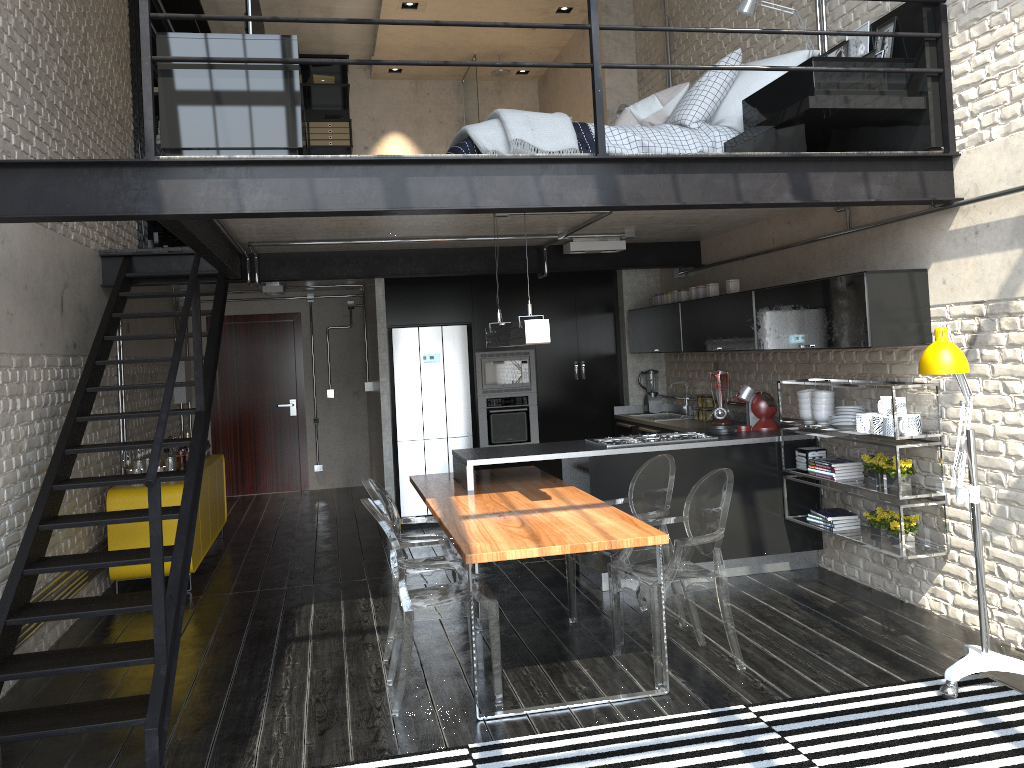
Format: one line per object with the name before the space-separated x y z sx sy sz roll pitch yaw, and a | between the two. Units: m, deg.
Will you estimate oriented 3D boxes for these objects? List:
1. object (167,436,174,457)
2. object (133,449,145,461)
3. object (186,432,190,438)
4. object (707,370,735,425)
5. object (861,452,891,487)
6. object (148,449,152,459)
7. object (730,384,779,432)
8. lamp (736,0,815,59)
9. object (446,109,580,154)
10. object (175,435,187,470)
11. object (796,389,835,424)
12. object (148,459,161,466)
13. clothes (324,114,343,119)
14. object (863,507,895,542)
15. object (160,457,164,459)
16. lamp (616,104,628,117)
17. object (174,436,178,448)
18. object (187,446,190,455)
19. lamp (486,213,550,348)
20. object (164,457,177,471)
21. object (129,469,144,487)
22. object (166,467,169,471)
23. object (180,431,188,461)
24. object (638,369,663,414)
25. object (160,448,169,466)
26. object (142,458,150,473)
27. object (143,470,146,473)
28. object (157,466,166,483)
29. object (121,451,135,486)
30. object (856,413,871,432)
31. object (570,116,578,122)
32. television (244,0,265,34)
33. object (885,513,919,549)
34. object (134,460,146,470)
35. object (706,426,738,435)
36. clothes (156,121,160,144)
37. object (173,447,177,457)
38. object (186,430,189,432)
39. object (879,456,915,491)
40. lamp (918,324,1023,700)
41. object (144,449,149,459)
object | -2.721 0.562 7.064 0.114 0.292 0.114 -3 -1 16
object | -2.894 0.601 6.868 0.092 0.245 0.092 -4 -1 39
object | -2.639 0.546 7.216 0.081 0.307 0.081 -3 -1 -17
object | 1.668 0.107 7.097 0.210 0.427 0.202 -3 -1 3
object | 2.134 0.493 5.161 0.175 0.192 0.182 -3 0 10
object | -2.932 0.593 7.122 0.092 0.245 0.092 -4 -1 39
object | 1.780 0.168 6.468 0.350 0.341 0.220 -3 0 -28
lamp | 1.640 -2.110 5.482 0.480 0.689 0.171 -3 -1 44
object | -0.121 -1.472 6.199 0.682 0.659 2.516 -3 2 -11
object | -2.579 0.554 6.891 0.081 0.309 0.081 -3 -1 -20
object | 1.988 0.145 5.784 0.150 0.217 0.309 -3 1 -14
object | -2.670 0.643 6.616 0.087 0.155 0.087 -3 -1 1
clothes | -2.224 -3.285 11.031 0.262 0.135 0.273 -3 1 -12
object | 2.153 0.812 5.147 0.182 0.192 0.175 -3 0 0
object | -2.881 0.658 7.360 0.245 0.092 0.152 -2 1 29
lamp | 1.098 -2.179 8.078 0.170 0.689 0.481 -4 -1 23
object | -2.910 0.573 7.659 0.119 0.240 0.119 -3 -1 5
object | -2.609 0.573 7.103 0.067 0.258 0.099 -3 -1 -7
lamp | -0.007 -0.651 4.796 0.125 0.891 1.087 -3 1 -12
object | -2.586 0.635 6.709 0.087 0.155 0.087 -3 -1 1
object | -2.686 0.672 6.336 0.095 0.120 0.096 -3 0 40
object | -2.584 0.669 6.539 0.092 0.099 0.093 -3 0 26
object | -2.604 0.539 7.001 0.080 0.330 0.079 -2 -1 -21
object | 1.333 0.070 8.569 0.223 0.424 0.162 -3 -1 -12
object | -2.702 0.608 6.934 0.087 0.206 0.087 -3 -1 13
object | -2.745 0.644 6.679 0.087 0.155 0.087 -3 -1 1
object | -2.713 0.680 6.440 0.092 0.099 0.093 -3 0 26
object | -2.562 0.661 6.434 0.095 0.120 0.095 -3 0 6
object | -2.786 0.612 6.426 0.093 0.245 0.092 -2 -1 -29
object | 2.049 0.224 5.165 0.083 0.100 0.108 -3 0 22
object | 0.491 -2.384 8.972 0.391 0.654 0.355 -3 -1 0
television | -1.612 -2.031 5.508 0.296 0.862 1.317 -3 1 -12
object | 2.195 0.817 4.968 0.175 0.192 0.182 -3 0 10
object | -2.769 0.649 6.582 0.087 0.155 0.087 -3 -1 1
object | 1.489 0.334 6.281 0.226 0.050 0.311 -2 2 17
clothes | -3.238 -2.413 8.580 0.350 0.316 0.472 -3 1 -7
object | -2.740 0.597 7.190 0.101 0.211 0.100 -3 -1 3
object | -2.671 0.536 7.298 0.073 0.321 0.073 -2 -1 -21
object | 2.174 0.498 4.975 0.182 0.192 0.175 -3 0 0
lamp | 2.089 0.555 3.398 0.630 1.619 1.571 -3 0 1
object | -2.914 0.597 6.990 0.092 0.245 0.092 -4 -1 39
